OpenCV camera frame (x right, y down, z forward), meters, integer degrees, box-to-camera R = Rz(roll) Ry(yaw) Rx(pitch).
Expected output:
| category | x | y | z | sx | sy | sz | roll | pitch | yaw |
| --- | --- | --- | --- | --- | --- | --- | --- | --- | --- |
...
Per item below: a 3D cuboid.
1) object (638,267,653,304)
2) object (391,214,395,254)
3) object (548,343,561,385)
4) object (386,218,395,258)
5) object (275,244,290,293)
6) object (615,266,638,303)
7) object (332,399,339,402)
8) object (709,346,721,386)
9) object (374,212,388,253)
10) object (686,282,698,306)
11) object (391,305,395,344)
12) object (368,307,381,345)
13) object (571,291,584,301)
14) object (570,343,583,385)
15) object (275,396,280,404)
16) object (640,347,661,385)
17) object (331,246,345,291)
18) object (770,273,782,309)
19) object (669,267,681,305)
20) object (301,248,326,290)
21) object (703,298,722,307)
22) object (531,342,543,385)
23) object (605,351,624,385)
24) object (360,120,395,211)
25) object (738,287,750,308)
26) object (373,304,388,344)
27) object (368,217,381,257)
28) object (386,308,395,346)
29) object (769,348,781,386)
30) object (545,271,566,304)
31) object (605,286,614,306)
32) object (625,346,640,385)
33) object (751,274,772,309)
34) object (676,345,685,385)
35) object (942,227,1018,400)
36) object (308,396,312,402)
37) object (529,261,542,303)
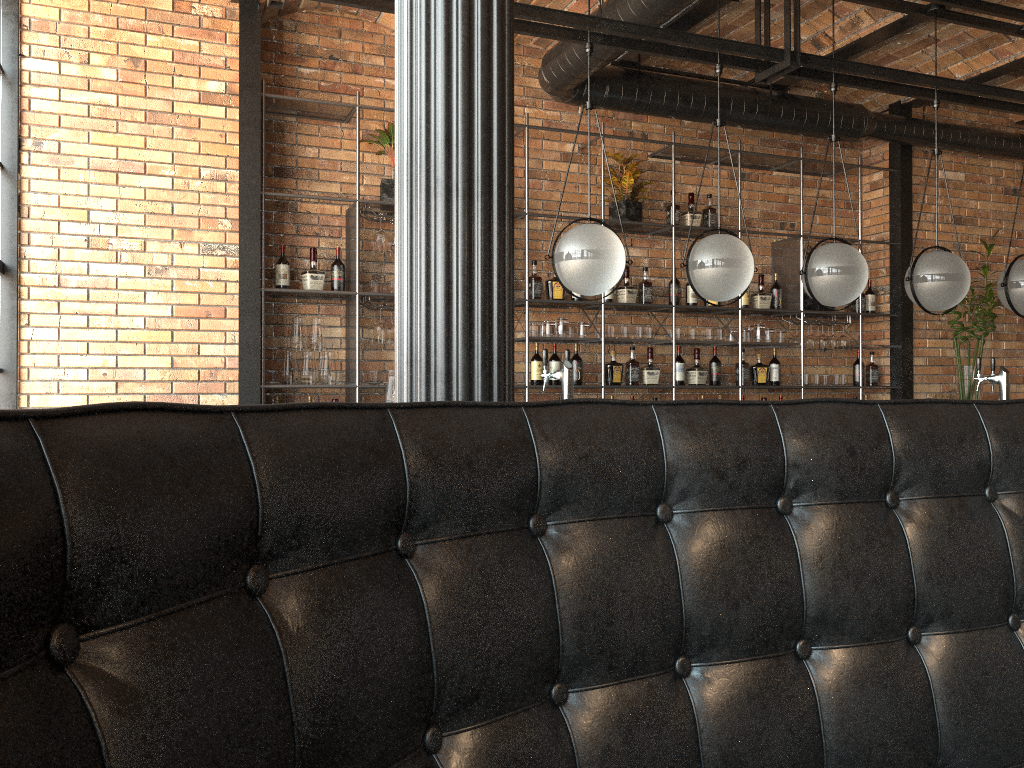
| category | x | y | z | sx | sy | sz | roll | pitch | yaw |
| --- | --- | --- | --- | --- | --- | --- | --- | --- | --- |
| object | 0.959 | -0.697 | 6.376 | 0.083 | 0.282 | 0.083 | 0 | -1 | -22 |
| object | -0.720 | -0.947 | 5.607 | 0.092 | 0.244 | 0.092 | 0 | -1 | -16 |
| object | 0.296 | -0.137 | 6.138 | 0.086 | 0.298 | 0.086 | 0 | -1 | 27 |
| object | -0.782 | -0.946 | 5.760 | 0.092 | 0.244 | 0.092 | 0 | -1 | -16 |
| object | -1.411 | -0.712 | 5.460 | 0.086 | 0.298 | 0.086 | 0 | -1 | 27 |
| object | 0.814 | -0.695 | 6.303 | 0.123 | 0.279 | 0.123 | 0 | -1 | -33 |
| object | -1.102 | 0.233 | 5.526 | 0.123 | 0.279 | 0.123 | 0 | -1 | -8 |
| object | 1.510 | -0.134 | 6.595 | 0.086 | 0.299 | 0.086 | 0 | -1 | 27 |
| object | -0.822 | -0.948 | 5.566 | 0.092 | 0.244 | 0.092 | 0 | -1 | -16 |
| object | 1.329 | -0.705 | 6.558 | 0.086 | 0.298 | 0.086 | 0 | -1 | 27 |
| object | -0.720 | -0.375 | 5.602 | 0.092 | 0.244 | 0.092 | 0 | -1 | -16 |
| object | -0.883 | -0.373 | 5.714 | 0.092 | 0.244 | 0.092 | 0 | -1 | -16 |
| object | 0.456 | -0.706 | 6.189 | 0.086 | 0.298 | 0.086 | 0 | -1 | 27 |
| object | 0.447 | -0.136 | 6.169 | 0.086 | 0.297 | 0.086 | 0 | -1 | 27 |
| object | -1.433 | 0.223 | 5.415 | 0.086 | 0.299 | 0.086 | 0 | -1 | 27 |
| object | 0.993 | -0.124 | 6.369 | 0.123 | 0.279 | 0.123 | 0 | -1 | -8 |
| object | -1.091 | -0.712 | 5.558 | 0.086 | 0.299 | 0.086 | 0 | -1 | 27 |
| object | 2.027 | -0.702 | 6.807 | 0.086 | 0.297 | 0.086 | 0 | -1 | 27 |
| object | 1.186 | -0.705 | 6.471 | 0.086 | 0.299 | 0.086 | 0 | -1 | 27 |
| object | -1.229 | -0.701 | 5.485 | 0.123 | 0.279 | 0.123 | 0 | -1 | -33 |
| object | 1.489 | -0.678 | 6.588 | 0.151 | 0.248 | 0.094 | 0 | -1 | 7 |
| object | 0.170 | -0.136 | 6.061 | 0.086 | 0.299 | 0.086 | 0 | -1 | 27 |
| object | 0.717 | -0.109 | 6.272 | 0.151 | 0.248 | 0.094 | 0 | -1 | -33 |
| object | -0.761 | -1.410 | 5.722 | 0.377 | 0.554 | 0.422 | 0 | -1 | -34 |
| object | 1.750 | -0.702 | 6.700 | 0.086 | 0.299 | 0.086 | 0 | -1 | 27 |
| object | -0.822 | -0.375 | 5.561 | 0.092 | 0.244 | 0.092 | 0 | -1 | -16 |
| object | -0.884 | -0.946 | 5.719 | 0.092 | 0.244 | 0.092 | 0 | -1 | -16 |
| object | -0.781 | -0.373 | 5.755 | 0.092 | 0.244 | 0.092 | 0 | -1 | -16 |
| object | 2.017 | -0.131 | 6.809 | 0.086 | 0.298 | 0.086 | 0 | -1 | 27 |
| object | 0.302 | -0.681 | 6.112 | 0.151 | 0.248 | 0.094 | 0 | -1 | -18 |
| object | 0.676 | -0.706 | 6.271 | 0.086 | 0.298 | 0.086 | 0 | -1 | 27 |
| object | 0.860 | -0.127 | 6.330 | 0.083 | 0.282 | 0.083 | 0 | -1 | -22 |
| object | 1.894 | -0.693 | 6.736 | 0.123 | 0.279 | 0.123 | 0 | -1 | -13 |
| object | 1.221 | -0.134 | 6.483 | 0.086 | 0.298 | 0.086 | 0 | -1 | 27 |
| object | 3.548 | -0.395 | 6.815 | 0.584 | 1.546 | 0.673 | 0 | -1 | 17 |
| object | -1.243 | 0.222 | 5.457 | 0.086 | 0.297 | 0.086 | 0 | -1 | 12 |
| object | 0.153 | -0.700 | 6.053 | 0.083 | 0.282 | 0.083 | 0 | -1 | -37 |
